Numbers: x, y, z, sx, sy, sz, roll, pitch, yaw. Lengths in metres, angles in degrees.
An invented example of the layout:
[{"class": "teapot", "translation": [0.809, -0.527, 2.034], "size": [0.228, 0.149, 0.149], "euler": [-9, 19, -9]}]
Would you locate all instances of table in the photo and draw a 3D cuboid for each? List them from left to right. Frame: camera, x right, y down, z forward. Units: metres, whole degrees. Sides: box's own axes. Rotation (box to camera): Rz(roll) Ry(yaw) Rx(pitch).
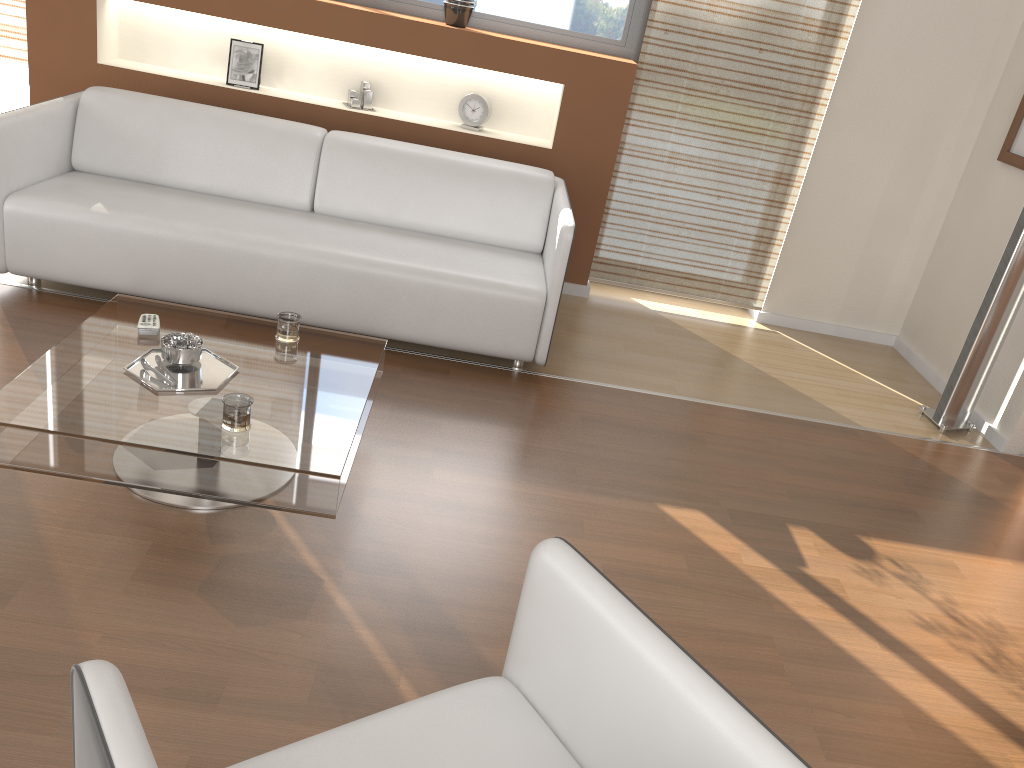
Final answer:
[{"class": "table", "translation": [-0.893, 0.098, 2.631], "size": [0.900, 0.300, 0.900], "euler": [10, 25, -4]}]

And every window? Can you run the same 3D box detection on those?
[{"class": "window", "translation": [-2.732, -2.259, 4.349], "size": [0.889, 2.093, 0.010], "euler": [10, 25, -4]}, {"class": "window", "translation": [-0.714, -2.420, 4.270], "size": [2.817, 0.986, 0.010], "euler": [10, 25, -4]}]

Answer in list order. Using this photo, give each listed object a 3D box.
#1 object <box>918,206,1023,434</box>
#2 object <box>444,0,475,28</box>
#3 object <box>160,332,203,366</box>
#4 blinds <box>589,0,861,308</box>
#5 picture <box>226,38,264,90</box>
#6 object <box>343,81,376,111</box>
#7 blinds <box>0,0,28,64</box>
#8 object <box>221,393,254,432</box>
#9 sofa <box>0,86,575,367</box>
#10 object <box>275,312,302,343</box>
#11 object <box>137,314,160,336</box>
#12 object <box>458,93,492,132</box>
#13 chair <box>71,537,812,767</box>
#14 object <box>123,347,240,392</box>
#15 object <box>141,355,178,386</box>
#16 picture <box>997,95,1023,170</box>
[{"class": "object", "translation": [2.108, -0.332, 3.826], "size": [0.215, 1.165, 0.228], "euler": [7, 25, -9]}, {"class": "object", "translation": [-0.244, -1.951, 4.213], "size": [0.268, 0.477, 0.342], "euler": [5, 25, -14]}, {"class": "object", "translation": [-0.958, -0.103, 2.574], "size": [0.117, 0.079, 0.118], "euler": [12, 25, 2]}, {"class": "blinds", "translation": [1.097, -1.474, 4.406], "size": [0.980, 2.200, 0.001], "euler": [10, 25, -4]}, {"class": "picture", "translation": [-1.325, -1.593, 4.412], "size": [0.159, 0.216, 0.133], "euler": [7, 25, -9]}, {"class": "object", "translation": [-0.767, -1.469, 4.495], "size": [0.141, 0.131, 0.141], "euler": [0, 27, -24]}, {"class": "blinds", "translation": [-2.686, -2.371, 3.996], "size": [0.980, 1.635, 0.001], "euler": [10, 25, -4]}, {"class": "object", "translation": [-0.715, 0.075, 2.305], "size": [0.079, 0.077, 0.079], "euler": [5, 25, -15]}, {"class": "sofa", "translation": [-0.897, -0.724, 3.852], "size": [2.238, 0.661, 0.919], "euler": [10, 25, -4]}, {"class": "object", "translation": [-0.720, -0.183, 2.856], "size": [0.079, 0.077, 0.079], "euler": [5, 25, -15]}, {"class": "object", "translation": [-1.125, -0.190, 2.751], "size": [0.064, 0.029, 0.158], "euler": [1, 26, -21]}, {"class": "object", "translation": [-0.190, -1.392, 4.528], "size": [0.160, 0.176, 0.096], "euler": [16, 25, 9]}, {"class": "chair", "translation": [-0.035, 0.754, 1.107], "size": [0.767, 0.706, 0.919], "euler": [-8, 31, -36]}, {"class": "object", "translation": [-0.941, -0.043, 2.538], "size": [0.273, 0.011, 0.315], "euler": [12, 25, 2]}, {"class": "object", "translation": [-0.980, -0.040, 2.480], "size": [0.147, 0.035, 0.051], "euler": [29, 30, 33]}, {"class": "picture", "translation": [2.429, -1.318, 3.763], "size": [0.025, 0.884, 0.734], "euler": [10, 25, -4]}]
